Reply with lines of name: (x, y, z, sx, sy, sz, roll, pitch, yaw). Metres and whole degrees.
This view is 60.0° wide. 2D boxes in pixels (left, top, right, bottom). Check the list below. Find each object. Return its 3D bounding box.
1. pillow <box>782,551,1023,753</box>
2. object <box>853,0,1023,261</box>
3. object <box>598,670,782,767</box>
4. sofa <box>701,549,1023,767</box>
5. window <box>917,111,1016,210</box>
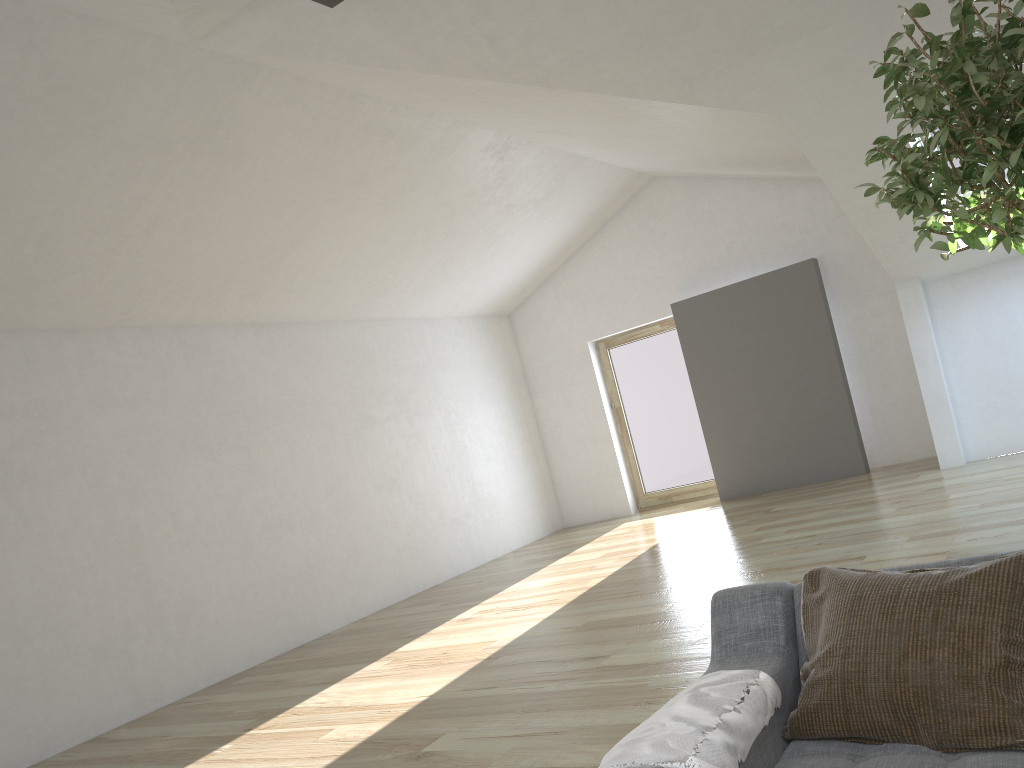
pillow: (0.828, 0.559, 1.855, 0.584, 0.338, 0.305, -17, -2, 42)
object: (1.374, -0.044, 2.098, 0.806, 2.024, 0.805, -14, 1, 11)
object: (0.384, 0.857, 1.825, 0.362, 0.419, 0.475, -15, -1, 35)
sofa: (1.399, 0.586, 1.318, 2.491, 0.684, 1.013, -17, -3, 32)
window: (3.628, -1.782, 6.515, 1.489, 0.729, 1.880, -16, -4, 32)
